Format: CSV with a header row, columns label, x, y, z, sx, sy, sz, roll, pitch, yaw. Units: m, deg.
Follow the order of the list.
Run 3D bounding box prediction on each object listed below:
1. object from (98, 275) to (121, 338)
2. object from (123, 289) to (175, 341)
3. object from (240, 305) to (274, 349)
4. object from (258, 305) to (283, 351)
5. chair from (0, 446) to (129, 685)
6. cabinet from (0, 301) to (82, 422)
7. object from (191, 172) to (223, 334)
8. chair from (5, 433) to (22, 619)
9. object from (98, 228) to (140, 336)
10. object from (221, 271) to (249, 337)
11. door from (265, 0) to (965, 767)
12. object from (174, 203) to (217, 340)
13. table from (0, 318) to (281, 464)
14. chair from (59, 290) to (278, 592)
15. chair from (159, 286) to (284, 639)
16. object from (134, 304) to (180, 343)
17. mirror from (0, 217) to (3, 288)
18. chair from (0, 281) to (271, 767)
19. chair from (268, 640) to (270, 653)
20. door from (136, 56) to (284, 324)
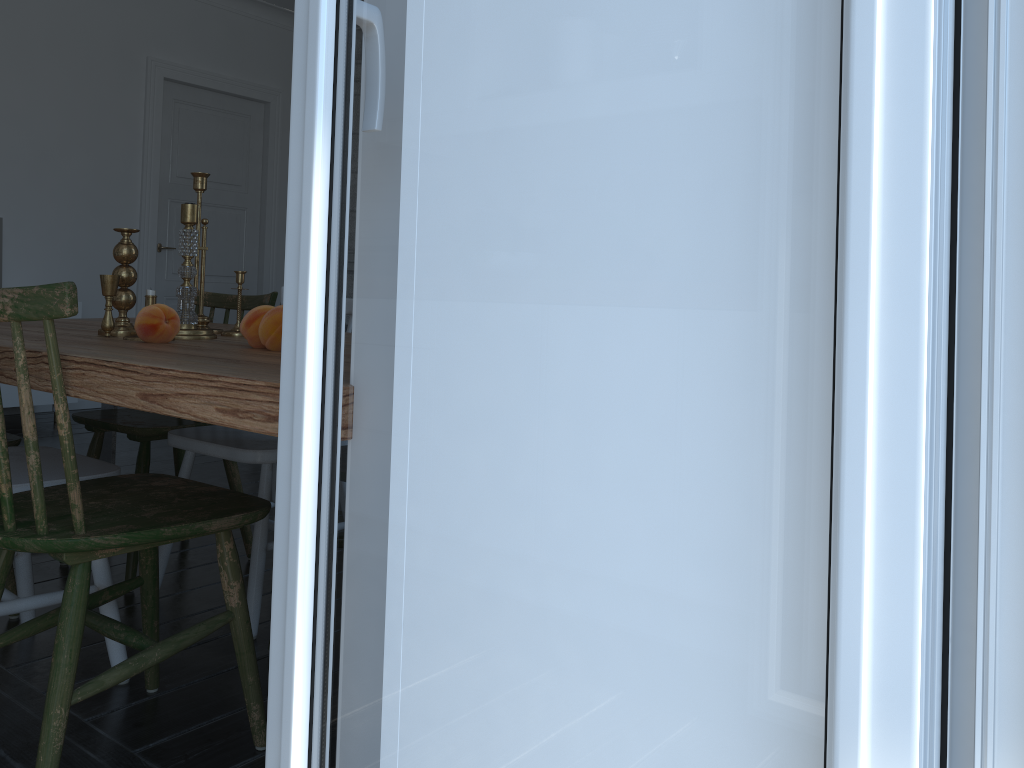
label,x,y,z,sx,sy,sz,roll,pitch,yaw
object,-0.885,-0.170,1.933,0.049,0.139,0.049,1,-1,38
object,-0.771,-0.149,1.877,0.102,0.114,0.102,3,2,24
object,-0.485,-0.110,1.720,0.091,0.088,0.083,1,2,-26
object,-0.431,-0.104,1.656,0.088,0.090,0.083,3,2,28
chair,-1.116,0.194,1.788,0.467,0.844,0.509,2,0,38
cabinet,-3.196,-0.125,5.034,0.591,0.736,1.200,3,3,38
object,-0.792,-0.334,2.261,0.113,0.411,0.113,2,-1,0
chair,-1.492,0.160,2.105,0.468,0.829,0.485,2,0,37
object,-0.893,-0.234,2.029,0.100,0.248,0.101,2,-1,-28
object,-0.672,-0.198,2.170,0.080,0.161,0.080,2,0,-5
door,0.032,-0.298,0.667,0.586,2.030,0.104,1,-2,44
object,-0.741,-0.258,2.010,0.140,0.311,0.140,2,0,-10
table,-0.790,0.242,2.047,2.233,0.717,1.018,6,5,38
chair,-1.031,0.120,2.689,0.468,0.828,0.485,2,0,37
chair,-0.630,0.150,2.421,0.467,0.844,0.509,2,0,38
object,-0.718,-0.121,1.782,0.084,0.084,0.089,0,3,-39
mirror,-3.399,-0.770,5.224,0.054,0.503,0.696,1,2,38
chair,-0.715,0.240,1.519,0.468,0.828,0.485,2,0,37
chair,-0.254,0.200,2.104,0.468,0.829,0.485,2,0,37
door,-2.301,-1.122,6.707,0.116,2.480,1.167,1,-1,38
